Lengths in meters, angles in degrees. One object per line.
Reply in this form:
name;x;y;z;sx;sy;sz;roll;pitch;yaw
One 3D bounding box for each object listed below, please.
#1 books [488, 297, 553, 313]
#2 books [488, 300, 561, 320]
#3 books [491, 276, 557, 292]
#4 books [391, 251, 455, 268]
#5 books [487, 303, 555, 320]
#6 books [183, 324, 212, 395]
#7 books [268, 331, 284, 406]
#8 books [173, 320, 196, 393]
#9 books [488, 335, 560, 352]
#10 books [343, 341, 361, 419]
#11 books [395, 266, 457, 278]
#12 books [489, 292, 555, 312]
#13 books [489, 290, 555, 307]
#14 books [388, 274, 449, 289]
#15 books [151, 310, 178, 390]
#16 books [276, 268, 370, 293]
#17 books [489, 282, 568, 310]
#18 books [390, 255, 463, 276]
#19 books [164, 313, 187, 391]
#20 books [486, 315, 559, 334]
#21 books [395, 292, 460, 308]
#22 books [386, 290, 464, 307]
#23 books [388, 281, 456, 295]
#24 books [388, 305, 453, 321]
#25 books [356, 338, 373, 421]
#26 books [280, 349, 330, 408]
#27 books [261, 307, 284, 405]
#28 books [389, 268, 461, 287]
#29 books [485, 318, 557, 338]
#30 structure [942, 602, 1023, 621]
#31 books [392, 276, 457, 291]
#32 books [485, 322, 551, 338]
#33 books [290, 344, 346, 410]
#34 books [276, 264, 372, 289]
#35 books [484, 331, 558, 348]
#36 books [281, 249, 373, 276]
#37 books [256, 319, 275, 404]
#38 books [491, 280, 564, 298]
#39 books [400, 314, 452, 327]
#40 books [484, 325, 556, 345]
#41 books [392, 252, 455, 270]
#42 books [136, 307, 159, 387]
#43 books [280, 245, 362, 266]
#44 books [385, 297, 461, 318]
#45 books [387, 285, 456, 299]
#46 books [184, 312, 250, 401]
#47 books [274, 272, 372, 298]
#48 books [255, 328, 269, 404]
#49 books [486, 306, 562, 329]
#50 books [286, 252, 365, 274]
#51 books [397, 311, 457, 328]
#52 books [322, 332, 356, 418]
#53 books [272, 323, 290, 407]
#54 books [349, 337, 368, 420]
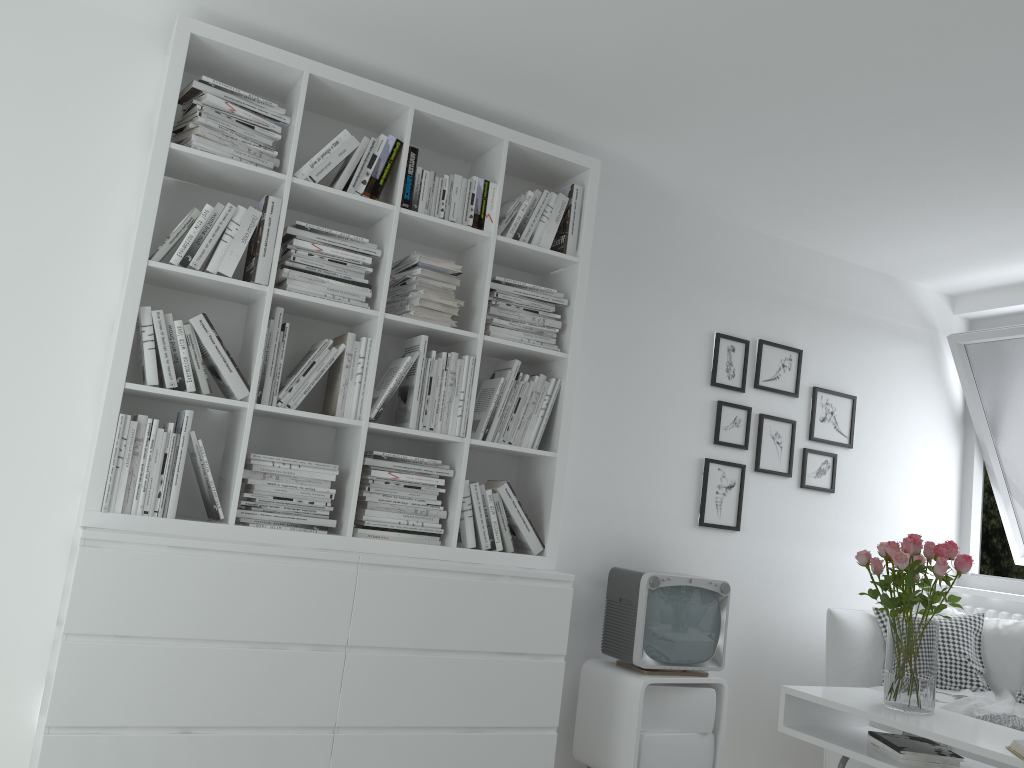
books;0.011;-0.290;3.401;0.256;0.013;0.161;10;-9;-17
books;0.026;-0.273;3.415;0.285;0.012;0.159;10;-9;-22
books;0.025;-0.367;3.418;0.254;0.012;0.161;10;-9;-22
books;-0.333;-0.442;3.286;0.161;0.012;0.254;11;-9;-27
books;0.016;-0.264;3.403;0.254;0.012;0.161;12;-10;-32
books;-1.007;-0.071;2.808;0.118;0.213;0.161;11;-9;-27
books;-0.805;-0.042;2.956;0.013;0.254;0.161;11;-9;-27
books;-1.043;-0.080;2.796;0.101;0.218;0.161;11;-9;-27
books;0.015;-0.141;3.385;0.288;0.016;0.182;10;-9;-22
books;-0.583;-0.006;3.086;0.021;0.273;0.174;11;-9;-27
books;-0.334;-0.391;3.281;0.161;0.013;0.254;12;-10;-32
books;0.012;-0.303;3.414;0.263;0.017;0.167;11;-9;-27
books;0.016;-0.317;3.416;0.254;0.013;0.161;11;-9;-27
books;-0.349;-0.359;3.278;0.161;0.013;0.256;10;-9;-22
books;-1.093;-0.100;2.763;0.112;0.235;0.172;11;-9;-27
books;-0.676;-0.339;3.078;0.308;0.014;0.232;12;-10;-29
books;0.030;-0.333;3.423;0.331;0.025;0.176;10;-9;-22
books;-0.326;-0.410;3.273;0.176;0.025;0.331;11;-9;-27
books;-1.066;-0.092;2.780;0.104;0.232;0.152;11;-9;-27
books;0.015;-0.219;3.422;0.288;0.016;0.182;10;-9;-17
books;-0.326;-0.286;3.257;0.182;0.016;0.288;10;-9;-22
books;-0.329;-0.301;3.269;0.182;0.016;0.288;13;-10;-37
books;-0.345;-0.336;3.266;0.161;0.012;0.254;13;-10;-37
books;-0.350;-0.242;3.250;0.174;0.021;0.273;11;-9;-27
books;-0.540;-0.008;3.080;0.016;0.288;0.182;11;-9;-27
books;-0.717;-0.012;2.992;0.137;0.226;0.161;11;-9;-27
books;-0.817;-0.082;2.953;0.025;0.331;0.176;11;-9;-27
books;-0.337;-0.376;3.268;0.174;0.021;0.273;13;-10;-37
books;0.003;-0.205;3.416;0.288;0.016;0.182;12;-10;-32
structure;2.596;1.387;3.800;0.206;0.660;1.655;11;-9;-27
books;-0.333;-0.347;3.260;0.159;0.012;0.285;11;-9;-27
books;0.001;-0.195;3.398;0.254;0.013;0.161;11;-9;-27
books;-0.687;-0.016;3.035;0.158;0.257;0.182;11;-9;-27
books;-0.676;-0.351;3.088;0.312;0.012;0.251;11;-9;-26
books;0.006;-0.156;3.399;0.288;0.016;0.182;11;-9;-27
books;-0.644;-0.412;3.071;0.285;0.012;0.159;11;-9;-27
books;-0.832;-0.064;2.932;0.012;0.285;0.159;11;-9;-27
books;0.039;-0.352;3.418;0.285;0.012;0.159;10;-9;-17
books;-0.360;-0.210;3.233;0.182;0.016;0.288;11;-9;-27
books;0.008;-0.176;3.397;0.273;0.021;0.174;10;-9;-22
books;-0.331;-0.431;3.268;0.159;0.012;0.285;10;-9;-22
books;-1.136;-0.109;2.754;0.093;0.239;0.172;11;-9;-27
books;-0.657;-0.428;3.056;0.256;0.013;0.161;10;-9;-22
books;-0.344;-0.266;3.251;0.180;0.028;0.296;13;-10;-37
books;-0.343;-0.319;3.273;0.167;0.017;0.263;12;-10;-32
books;-0.947;-0.080;2.845;0.226;0.255;0.176;11;-9;-27
books;-0.673;-0.324;3.077;0.314;0.014;0.232;11;-9;-27
books;-0.847;-0.052;2.928;0.012;0.254;0.161;11;-9;-27
books;0.020;-0.242;3.410;0.296;0.028;0.180;10;-9;-22
books;-0.652;-0.402;3.059;0.254;0.012;0.161;11;-9;-27
books;-0.347;-0.223;3.248;0.182;0.016;0.288;12;-10;-32
books;-0.603;-0.022;3.079;0.028;0.296;0.180;11;-9;-27
books;-0.799;-0.053;2.977;0.016;0.288;0.182;11;-9;-27
books;-0.559;-0.011;3.082;0.016;0.288;0.182;11;-9;-27
